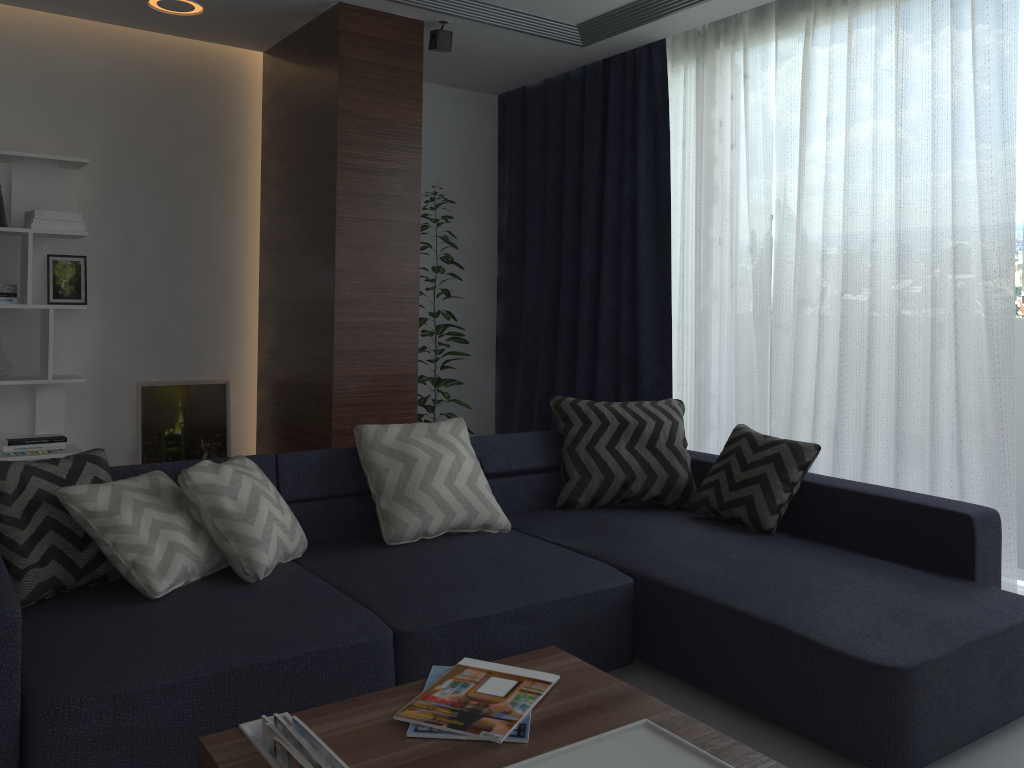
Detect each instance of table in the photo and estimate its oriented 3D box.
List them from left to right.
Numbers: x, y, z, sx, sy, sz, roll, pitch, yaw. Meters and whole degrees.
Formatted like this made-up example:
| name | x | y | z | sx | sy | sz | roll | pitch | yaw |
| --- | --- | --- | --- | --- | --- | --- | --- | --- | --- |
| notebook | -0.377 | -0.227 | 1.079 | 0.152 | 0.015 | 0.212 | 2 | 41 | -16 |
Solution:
| name | x | y | z | sx | sy | sz | roll | pitch | yaw |
| --- | --- | --- | --- | --- | --- | --- | --- | --- | --- |
| table | -0.005 | 0.809 | 1.475 | 0.800 | 0.352 | 0.807 | -2 | 5 | -35 |

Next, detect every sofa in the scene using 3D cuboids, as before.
| name | x | y | z | sx | sy | sz | roll | pitch | yaw |
| --- | --- | --- | --- | --- | --- | --- | --- | --- | --- |
| sofa | 0.001 | 0.592 | 2.569 | 2.873 | 0.607 | 1.904 | -2 | 5 | -35 |

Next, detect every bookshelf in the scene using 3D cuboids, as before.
| name | x | y | z | sx | sy | sz | roll | pitch | yaw |
| --- | --- | --- | --- | --- | --- | --- | --- | --- | --- |
| bookshelf | -2.636 | -0.182 | 4.107 | 1.150 | 1.819 | 0.300 | 0 | 0 | -35 |

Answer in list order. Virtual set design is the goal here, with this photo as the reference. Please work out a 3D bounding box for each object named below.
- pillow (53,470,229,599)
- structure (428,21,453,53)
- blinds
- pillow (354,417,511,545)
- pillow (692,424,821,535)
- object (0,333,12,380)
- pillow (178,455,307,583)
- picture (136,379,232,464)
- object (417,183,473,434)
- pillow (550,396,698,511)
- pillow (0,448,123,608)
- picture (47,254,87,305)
| name | x | y | z | sx | sy | sz | roll | pitch | yaw |
| --- | --- | --- | --- | --- | --- | --- | --- | --- | --- |
| pillow | -1.033 | 0.418 | 2.538 | 0.330 | 0.294 | 0.417 | 2 | 3 | 17 |
| structure | -0.359 | -1.745 | 4.455 | 0.084 | 0.142 | 0.114 | 0 | 2 | -30 |
| blinds | -0.295 | -0.419 | 1.669 | 5.799 | 2.769 | 7.155 | -1 | 5 | -31 |
| pillow | -0.293 | 0.339 | 3.167 | 0.495 | 0.388 | 0.343 | -1 | 3 | -35 |
| pillow | 0.911 | 0.352 | 3.343 | 0.286 | 0.344 | 0.416 | 0 | 3 | -30 |
| object | -2.447 | -0.131 | 4.193 | 0.132 | 0.219 | 0.132 | 0 | 1 | -29 |
| pillow | -0.816 | 0.398 | 2.724 | 0.280 | 0.351 | 0.419 | 1 | 3 | 8 |
| picture | -1.793 | 0.330 | 4.850 | 0.500 | 0.698 | 0.083 | 0 | 0 | -35 |
| object | -0.445 | -0.242 | 5.091 | 0.503 | 1.844 | 0.483 | 1 | 0 | 23 |
| pillow | 0.467 | 0.326 | 3.702 | 0.598 | 0.518 | 0.356 | 1 | 1 | -5 |
| pillow | -1.272 | 0.382 | 2.491 | 0.221 | 0.385 | 0.416 | 1 | 2 | 25 |
| picture | -2.274 | -0.533 | 4.516 | 0.182 | 0.256 | 0.059 | 0 | 0 | -35 |
